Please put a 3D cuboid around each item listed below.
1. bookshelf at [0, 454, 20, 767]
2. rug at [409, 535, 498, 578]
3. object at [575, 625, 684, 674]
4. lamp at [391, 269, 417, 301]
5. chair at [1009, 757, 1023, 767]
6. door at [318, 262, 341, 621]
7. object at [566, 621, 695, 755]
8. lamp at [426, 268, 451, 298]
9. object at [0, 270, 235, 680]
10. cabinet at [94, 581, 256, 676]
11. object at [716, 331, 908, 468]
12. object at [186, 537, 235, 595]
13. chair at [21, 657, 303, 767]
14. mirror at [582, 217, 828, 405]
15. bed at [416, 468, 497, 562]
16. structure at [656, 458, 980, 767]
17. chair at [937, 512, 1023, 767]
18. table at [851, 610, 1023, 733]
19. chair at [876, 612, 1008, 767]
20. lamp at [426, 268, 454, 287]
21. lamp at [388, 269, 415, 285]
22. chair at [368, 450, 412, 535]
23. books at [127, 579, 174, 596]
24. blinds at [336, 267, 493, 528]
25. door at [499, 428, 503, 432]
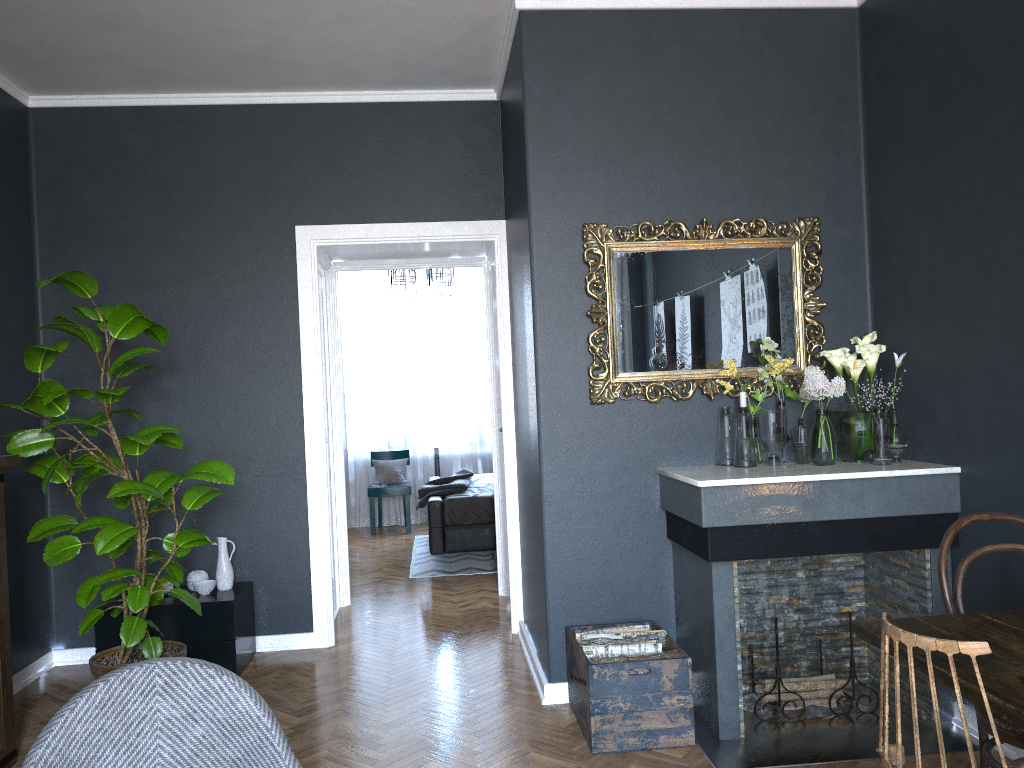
[{"bbox_3d":[-2.006,0.849,2.433,0.451,1.172,1.919,-3,-1,-5],"label":"bookshelf"},{"bbox_3d":[-0.127,1.421,7.622,1.458,0.013,2.045,-3,-1,-5],"label":"rug"},{"bbox_3d":[0.448,1.097,3.486,0.370,0.247,0.533,-3,-1,-5],"label":"object"},{"bbox_3d":[-0.962,-1.140,7.788,0.210,0.804,0.210,-3,0,9],"label":"lamp"},{"bbox_3d":[0.909,0.873,1.018,0.467,0.820,0.363,-3,0,-5],"label":"chair"},{"bbox_3d":[-1.159,0.340,5.290,0.162,2.187,0.857,-3,0,-5],"label":"door"},{"bbox_3d":[0.447,1.173,3.486,0.383,0.326,0.552,-3,-1,-5],"label":"object"},{"bbox_3d":[-0.682,-1.176,8.122,0.210,0.747,0.210,-3,0,9],"label":"lamp"},{"bbox_3d":[-1.704,0.495,3.730,1.118,1.899,0.764,-3,0,-11],"label":"object"},{"bbox_3d":[-1.671,1.252,4.455,0.650,0.390,0.456,-3,0,-5],"label":"cabinet"},{"bbox_3d":[1.233,0.059,3.637,0.727,0.547,0.474,-3,0,-2],"label":"object"},{"bbox_3d":[-1.559,0.919,4.499,0.228,0.268,0.228,-3,0,29],"label":"object"},{"bbox_3d":[-0.630,0.953,1.562,0.645,0.811,0.495,-2,0,-27],"label":"chair"},{"bbox_3d":[0.836,-0.320,3.811,1.056,0.784,0.067,-3,0,-5],"label":"mirror"},{"bbox_3d":[0.355,0.820,7.699,2.375,1.162,2.266,-3,-1,-5],"label":"bed"},{"bbox_3d":[1.169,0.824,3.469,1.065,0.981,0.834,-3,0,-5],"label":"structure"},{"bbox_3d":[1.390,0.818,2.247,0.438,0.920,0.549,-3,0,-3],"label":"chair"},{"bbox_3d":[1.469,0.900,1.409,1.126,0.727,1.604,-3,-1,-5],"label":"table"},{"bbox_3d":[0.906,0.868,1.674,0.383,0.856,0.456,-3,0,-20],"label":"chair"},{"bbox_3d":[-0.591,-1.183,7.139,0.210,0.769,0.210,-3,0,9],"label":"lamp"},{"bbox_3d":[-0.934,-1.197,7.400,0.210,0.714,0.210,-3,0,9],"label":"lamp"},{"bbox_3d":[-1.234,1.090,9.022,0.435,0.798,0.592,-3,0,-5],"label":"chair"},{"bbox_3d":[-1.826,1.032,4.475,0.214,0.066,0.162,-2,-1,-9],"label":"books"},{"bbox_3d":[-0.761,0.074,9.479,3.992,2.789,0.312,-3,0,-5],"label":"blinds"},{"bbox_3d":[0.020,0.288,5.394,0.162,2.187,0.857,-3,0,-5],"label":"door"}]
